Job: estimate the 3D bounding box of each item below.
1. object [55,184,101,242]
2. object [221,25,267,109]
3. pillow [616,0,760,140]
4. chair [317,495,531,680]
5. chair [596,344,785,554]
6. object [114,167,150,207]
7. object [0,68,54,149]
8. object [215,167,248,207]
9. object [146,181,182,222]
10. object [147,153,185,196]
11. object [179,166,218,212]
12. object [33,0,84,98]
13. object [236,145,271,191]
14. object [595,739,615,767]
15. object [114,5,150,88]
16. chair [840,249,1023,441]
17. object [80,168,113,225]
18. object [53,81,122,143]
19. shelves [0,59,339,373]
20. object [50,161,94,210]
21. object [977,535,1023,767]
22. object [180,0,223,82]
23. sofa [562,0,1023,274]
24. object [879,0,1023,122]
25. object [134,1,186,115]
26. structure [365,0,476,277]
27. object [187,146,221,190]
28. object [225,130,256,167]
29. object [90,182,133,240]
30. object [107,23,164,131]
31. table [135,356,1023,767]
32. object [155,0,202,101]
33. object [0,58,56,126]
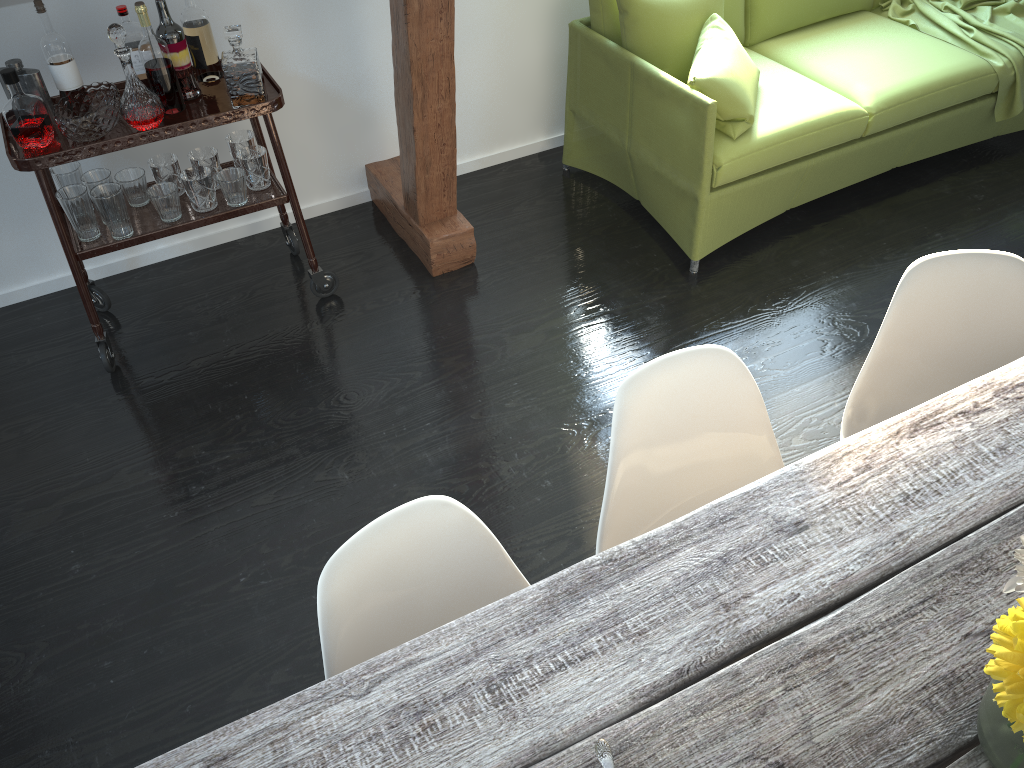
[{"bbox_3d":[-1.277,-0.503,2.626,0.087,0.155,0.087,24,49,27],"label":"object"},{"bbox_3d":[-0.779,-0.917,2.552,0.101,0.211,0.101,-10,43,-8],"label":"object"},{"bbox_3d":[0.677,-1.135,3.018,0.475,0.387,0.600,-23,46,-21],"label":"pillow"},{"bbox_3d":[-0.011,0.629,1.426,0.465,0.801,0.542,-32,50,-28],"label":"chair"},{"bbox_3d":[0.409,0.401,1.651,0.465,0.801,0.542,-20,45,-18],"label":"chair"},{"bbox_3d":[-1.184,-0.614,2.784,0.092,0.099,0.092,28,51,30],"label":"object"},{"bbox_3d":[-1.326,-0.750,2.405,0.087,0.206,0.087,-3,42,0],"label":"object"},{"bbox_3d":[-0.865,-0.609,2.761,0.092,0.099,0.092,28,51,30],"label":"object"},{"bbox_3d":[-1.054,-0.552,2.709,0.092,0.099,0.092,28,51,30],"label":"object"},{"bbox_3d":[-1.090,-0.658,2.812,0.095,0.119,0.095,15,45,19],"label":"object"},{"bbox_3d":[-0.962,-0.599,2.740,0.095,0.119,0.095,15,45,19],"label":"object"},{"bbox_3d":[-1.277,-0.919,2.505,0.073,0.320,0.073,-28,48,-25],"label":"object"},{"bbox_3d":[-0.818,-0.685,2.826,0.095,0.119,0.095,15,45,19],"label":"object"},{"bbox_3d":[0.123,0.485,0.973,0.019,0.022,0.194,-10,43,-7],"label":"object"},{"bbox_3d":[-1.107,-0.978,2.607,0.099,0.257,0.067,-17,44,-15],"label":"object"},{"bbox_3d":[0.922,0.209,1.833,0.465,0.801,0.542,-3,42,0],"label":"chair"},{"bbox_3d":[-1.236,-0.564,2.691,0.087,0.155,0.087,24,49,27],"label":"object"},{"bbox_3d":[-1.181,-0.757,2.489,0.151,0.092,0.245,-1,42,3],"label":"object"},{"bbox_3d":[-1.057,-0.555,2.840,0.803,0.732,0.438,-24,46,-21],"label":"shelves"},{"bbox_3d":[-1.349,-0.598,2.735,0.087,0.155,0.087,24,49,27],"label":"object"},{"bbox_3d":[0.607,0.298,0.910,0.233,0.365,0.293,23,48,25],"label":"object"},{"bbox_3d":[-0.945,-1.069,2.661,0.081,0.308,0.081,-27,47,-24],"label":"object"},{"bbox_3d":[1.319,-1.308,3.461,2.093,0.825,0.898,-22,45,-19],"label":"sofa"},{"bbox_3d":[1.936,-1.467,3.567,0.711,0.493,0.722,-24,46,-22],"label":"object"},{"bbox_3d":[-1.002,-0.918,2.500,0.081,0.307,0.081,-17,44,-14],"label":"object"},{"bbox_3d":[-2.011,-0.701,2.162,12.350,1.963,1.023,-21,45,-19],"label":"structure"},{"bbox_3d":[-0.973,-0.685,2.835,0.095,0.119,0.095,15,45,19],"label":"object"},{"bbox_3d":[-0.880,-0.760,2.912,0.095,0.119,0.095,15,45,19],"label":"object"},{"bbox_3d":[-1.177,-0.508,2.626,0.087,0.155,0.087,24,49,27],"label":"object"},{"bbox_3d":[-1.038,-0.836,2.420,0.114,0.292,0.114,24,49,26],"label":"object"},{"bbox_3d":[0.616,0.777,1.236,2.421,0.788,1.141,-21,45,-19],"label":"table"},{"bbox_3d":[-0.978,-0.986,2.553,0.080,0.329,0.080,-28,48,-25],"label":"object"},{"bbox_3d":[-1.376,-0.821,2.508,0.135,0.182,0.052,5,43,9],"label":"object"}]
